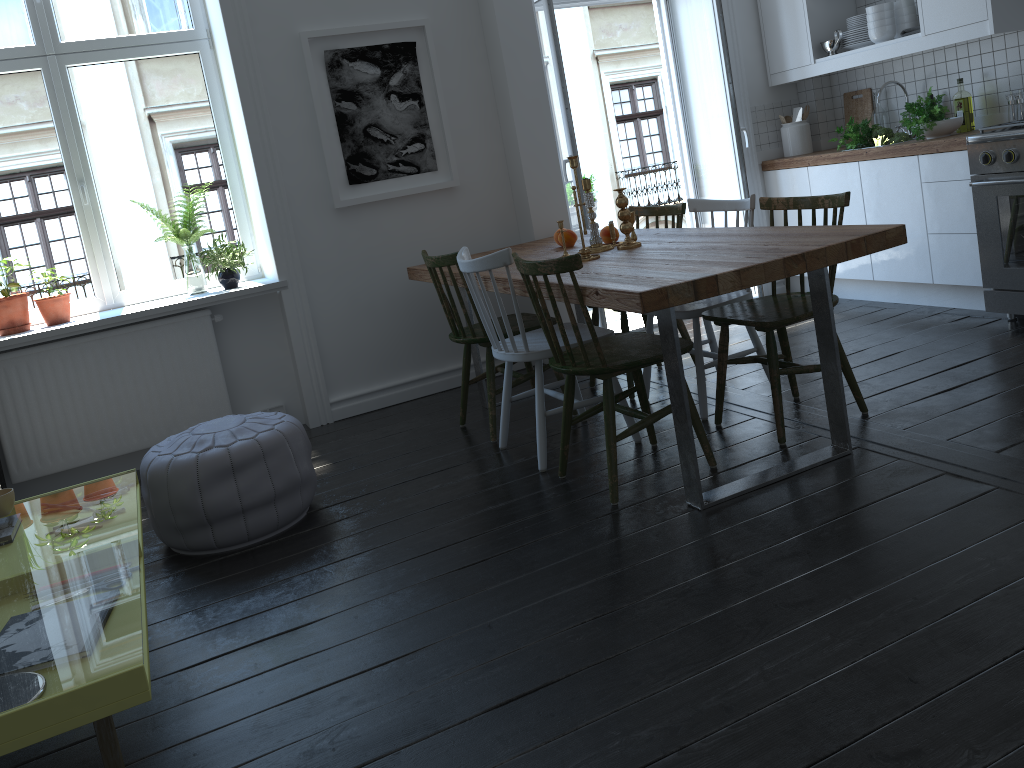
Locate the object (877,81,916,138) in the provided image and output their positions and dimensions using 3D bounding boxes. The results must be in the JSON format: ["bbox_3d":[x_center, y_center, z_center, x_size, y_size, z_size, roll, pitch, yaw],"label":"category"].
[{"bbox_3d":[2.212,-1.543,4.966,0.188,0.347,0.280,-2,13,44],"label":"object"}]

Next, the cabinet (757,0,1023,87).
[{"bbox_3d":[2.384,-1.453,3.877,0.786,2.330,3.834,-13,12,-17],"label":"cabinet"}]

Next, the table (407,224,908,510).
[{"bbox_3d":[0.428,-0.209,3.697,1.028,0.704,2.249,-15,14,-21],"label":"table"}]

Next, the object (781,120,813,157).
[{"bbox_3d":[1.787,-1.541,5.529,0.175,0.205,0.176,-13,10,-17],"label":"object"}]

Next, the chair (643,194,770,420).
[{"bbox_3d":[0.823,-0.358,3.757,0.515,0.829,0.469,-14,9,-22],"label":"chair"}]

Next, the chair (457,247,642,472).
[{"bbox_3d":[0.108,-0.152,3.443,0.515,0.829,0.469,-14,9,-22],"label":"chair"}]

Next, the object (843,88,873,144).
[{"bbox_3d":[2.136,-1.640,5.423,0.041,0.325,0.222,-13,10,-21],"label":"object"}]

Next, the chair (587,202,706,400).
[{"bbox_3d":[0.599,-0.414,4.184,0.491,0.814,0.470,-14,10,-23],"label":"chair"}]

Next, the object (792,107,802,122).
[{"bbox_3d":[1.787,-1.588,5.529,0.064,0.285,0.143,-4,11,41],"label":"object"}]

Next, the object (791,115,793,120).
[{"bbox_3d":[1.813,-1.576,5.548,0.034,0.246,0.119,-13,9,-21],"label":"object"}]

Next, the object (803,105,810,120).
[{"bbox_3d":[1.826,-1.591,5.507,0.057,0.291,0.130,-17,11,-42],"label":"object"}]

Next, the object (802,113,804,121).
[{"bbox_3d":[1.829,-1.571,5.518,0.050,0.243,0.117,-6,10,32],"label":"object"}]

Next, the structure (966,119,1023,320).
[{"bbox_3d":[2.567,-0.799,3.896,0.729,1.003,0.706,-14,10,-22],"label":"structure"}]

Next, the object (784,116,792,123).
[{"bbox_3d":[1.765,-1.570,5.553,0.060,0.247,0.119,-9,8,8],"label":"object"}]

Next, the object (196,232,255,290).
[{"bbox_3d":[-1.447,-0.631,4.474,0.287,0.290,0.288,-14,11,-17],"label":"object"}]

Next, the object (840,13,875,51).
[{"bbox_3d":[2.040,-2.022,5.060,0.309,0.191,0.303,-15,13,-20],"label":"object"}]

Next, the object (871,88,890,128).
[{"bbox_3d":[2.185,-1.597,5.240,0.099,0.313,0.098,-14,8,-22],"label":"object"}]

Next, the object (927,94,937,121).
[{"bbox_3d":[2.342,-1.495,4.893,0.085,0.227,0.087,-5,9,33],"label":"object"}]

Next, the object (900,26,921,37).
[{"bbox_3d":[2.167,-1.861,4.632,0.280,0.041,0.247,-18,15,-29],"label":"object"}]

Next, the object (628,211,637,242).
[{"bbox_3d":[0.506,-0.653,3.700,0.050,0.137,0.049,-14,9,-22],"label":"object"}]

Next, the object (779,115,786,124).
[{"bbox_3d":[1.740,-1.569,5.550,0.054,0.259,0.152,-4,11,42],"label":"object"}]

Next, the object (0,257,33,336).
[{"bbox_3d":[-2.396,-0.422,4.166,0.259,0.364,0.237,-12,9,-10],"label":"object"}]

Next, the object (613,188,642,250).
[{"bbox_3d":[0.462,-0.678,3.607,0.100,0.244,0.102,-10,8,2],"label":"object"}]

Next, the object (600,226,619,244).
[{"bbox_3d":[0.435,-0.663,3.916,0.085,0.082,0.090,-12,11,-9],"label":"object"}]

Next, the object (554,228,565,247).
[{"bbox_3d":[0.242,-0.693,4.163,0.085,0.088,0.088,-17,12,-31],"label":"object"}]

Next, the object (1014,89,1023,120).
[{"bbox_3d":[2.547,-1.385,4.400,0.059,0.170,0.060,-12,8,-9],"label":"object"}]

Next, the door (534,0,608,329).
[{"bbox_3d":[0.253,-1.259,5.209,0.105,1.995,0.591,-12,8,-16],"label":"door"}]

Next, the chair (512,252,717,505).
[{"bbox_3d":[0.336,-0.081,3.017,0.491,0.814,0.470,-14,10,-23],"label":"chair"}]

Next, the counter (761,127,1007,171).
[{"bbox_3d":[2.287,-1.163,4.206,0.855,0.072,3.131,-15,15,-21],"label":"counter"}]

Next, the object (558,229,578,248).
[{"bbox_3d":[0.259,-0.675,4.082,0.091,0.087,0.085,-10,10,4],"label":"object"}]

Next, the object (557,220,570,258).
[{"bbox_3d":[0.210,-0.587,3.597,0.079,0.158,0.082,-6,9,25],"label":"object"}]

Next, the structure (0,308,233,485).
[{"bbox_3d":[-1.865,0.051,4.190,1.075,0.619,0.073,-15,9,-22],"label":"structure"}]

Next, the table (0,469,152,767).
[{"bbox_3d":[-1.142,0.642,2.048,0.606,0.392,1.415,-15,14,-21],"label":"table"}]

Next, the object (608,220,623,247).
[{"bbox_3d":[0.435,-0.653,3.806,0.104,0.112,0.103,-18,12,-36],"label":"object"}]

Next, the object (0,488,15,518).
[{"bbox_3d":[-1.469,0.347,2.523,0.086,0.065,0.088,-9,11,6],"label":"object"}]

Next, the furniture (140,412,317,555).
[{"bbox_3d":[-1.041,0.345,3.272,0.623,0.413,0.614,-16,13,-27],"label":"furniture"}]

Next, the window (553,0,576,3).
[{"bbox_3d":[0.410,-2.745,5.517,1.192,0.648,0.106,-15,9,-22],"label":"window"}]

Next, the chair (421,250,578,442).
[{"bbox_3d":[-0.072,-0.223,3.900,0.491,0.815,0.470,-14,10,-23],"label":"chair"}]

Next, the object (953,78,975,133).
[{"bbox_3d":[2.390,-1.478,4.667,0.067,0.278,0.066,-14,8,-27],"label":"object"}]

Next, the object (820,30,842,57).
[{"bbox_3d":[1.850,-1.963,5.084,0.102,0.132,0.213,-12,12,-9],"label":"object"}]

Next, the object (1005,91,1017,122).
[{"bbox_3d":[2.541,-1.400,4.464,0.059,0.170,0.060,-12,8,-9],"label":"object"}]

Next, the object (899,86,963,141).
[{"bbox_3d":[2.177,-1.415,4.601,0.343,0.265,0.272,-17,13,-31],"label":"object"}]

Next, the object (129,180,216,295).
[{"bbox_3d":[-1.654,-0.738,4.502,0.391,0.557,0.335,-5,11,31],"label":"object"}]

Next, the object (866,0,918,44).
[{"bbox_3d":[2.083,-1.983,4.824,0.313,0.213,0.150,-16,11,-24],"label":"object"}]

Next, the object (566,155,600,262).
[{"bbox_3d":[0.256,-0.684,3.445,0.113,0.404,0.116,-6,9,30],"label":"object"}]

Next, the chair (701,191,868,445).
[{"bbox_3d":[1.006,-0.271,3.301,0.491,0.815,0.470,-14,10,-23],"label":"chair"}]

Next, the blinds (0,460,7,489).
[{"bbox_3d":[-2.798,-0.755,3.527,0.813,2.928,0.113,-14,8,-24],"label":"blinds"}]

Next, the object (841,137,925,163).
[{"bbox_3d":[2.109,-1.301,4.963,0.357,0.109,0.375,-15,14,-22],"label":"object"}]

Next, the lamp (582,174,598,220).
[{"bbox_3d":[0.749,-2.256,5.600,0.497,2.469,2.726,-13,11,-21],"label":"lamp"}]

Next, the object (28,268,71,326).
[{"bbox_3d":[-2.199,-0.426,4.232,0.176,0.273,0.199,-4,11,34],"label":"object"}]

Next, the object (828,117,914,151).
[{"bbox_3d":[2.023,-1.374,4.953,0.468,0.302,0.289,0,14,40],"label":"object"}]

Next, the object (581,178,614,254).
[{"bbox_3d":[0.334,-0.708,3.694,0.140,0.306,0.143,-7,9,20],"label":"object"}]

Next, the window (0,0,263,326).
[{"bbox_3d":[-2.240,-1.339,4.419,1.584,1.957,0.108,-14,8,-23],"label":"window"}]

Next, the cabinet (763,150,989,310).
[{"bbox_3d":[2.419,-0.760,4.275,0.733,0.799,3.229,-13,13,-13],"label":"cabinet"}]

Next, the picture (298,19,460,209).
[{"bbox_3d":[-0.682,-1.414,4.592,0.694,0.874,0.084,-14,8,-23],"label":"picture"}]

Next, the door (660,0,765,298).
[{"bbox_3d":[1.270,-1.549,5.643,0.106,1.995,0.588,-14,9,-27],"label":"door"}]
